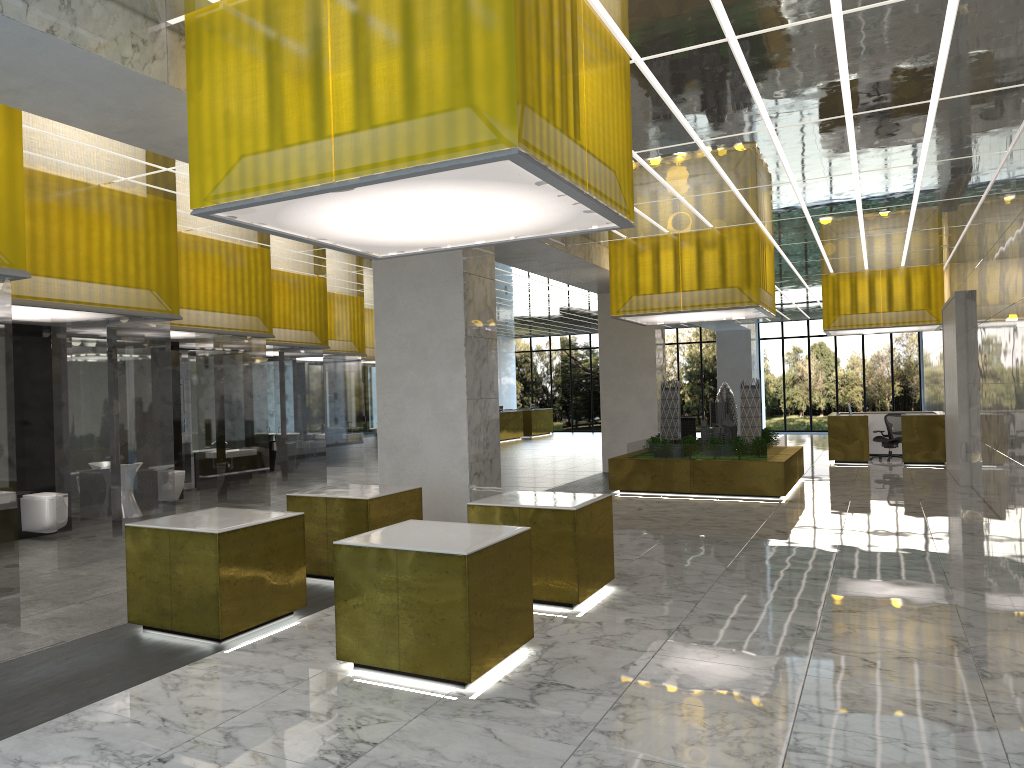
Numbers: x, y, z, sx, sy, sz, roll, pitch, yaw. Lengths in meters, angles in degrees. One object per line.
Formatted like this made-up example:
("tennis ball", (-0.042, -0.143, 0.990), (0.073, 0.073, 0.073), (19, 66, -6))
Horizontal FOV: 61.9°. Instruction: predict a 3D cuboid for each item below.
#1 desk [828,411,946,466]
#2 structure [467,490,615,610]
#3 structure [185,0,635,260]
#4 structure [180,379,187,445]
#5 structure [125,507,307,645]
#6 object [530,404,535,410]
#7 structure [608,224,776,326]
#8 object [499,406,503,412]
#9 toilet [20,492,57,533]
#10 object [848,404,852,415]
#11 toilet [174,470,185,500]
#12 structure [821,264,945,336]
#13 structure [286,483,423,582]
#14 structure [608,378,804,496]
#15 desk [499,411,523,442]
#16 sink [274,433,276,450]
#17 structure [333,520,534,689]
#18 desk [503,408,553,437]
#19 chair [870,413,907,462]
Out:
("desk", (11.938, 1.686, 27.181), (3.372, 1.508, 3.324), (-2, -1, 27))
("structure", (0.376, 1.976, 10.375), (1.431, 1.173, 1.378), (-2, 0, 27))
("structure", (-0.851, -2.710, 8.288), (3.411, 2.269, 3.095), (-2, -1, 27))
("structure", (-9.047, 0.748, 23.023), (0.391, 1.790, 0.379), (-2, 0, 27))
("structure", (-3.218, 2.057, 9.364), (1.431, 1.173, 1.378), (-2, 0, 27))
("object", (1.082, 1.484, 48.907), (0.577, 0.667, 0.716), (-2, 0, 26))
("structure", (4.345, -2.710, 20.343), (3.412, 2.269, 3.096), (-2, -1, 27))
("object", (-0.740, 1.484, 44.679), (0.577, 0.667, 0.716), (-2, 0, 26))
("toilet", (-8.491, 2.352, 15.552), (0.876, 0.687, 0.482), (-2, 0, 28))
("object", (11.111, 0.994, 27.672), (0.577, 0.667, 0.716), (-2, 0, 26))
("toilet", (-8.238, 2.429, 20.379), (0.881, 0.694, 0.486), (-2, 0, 28))
("structure", (11.771, -2.824, 27.226), (3.412, 2.269, 2.975), (-2, -1, 27))
("structure", (-2.151, 2.057, 11.839), (1.431, 1.173, 1.378), (-2, 0, 27))
("structure", (4.989, 1.171, 21.425), (4.056, 2.571, 4.915), (-2, -1, 26))
("desk", (-1.524, 2.228, 45.168), (3.372, 1.508, 3.324), (-2, -1, 27))
("sink", (-7.512, 2.180, 28.502), (0.809, 1.514, 0.985), (-1, 0, -23))
("structure", (-0.693, 1.976, 7.894), (1.431, 1.173, 1.378), (-2, 0, 27))
("desk", (0.282, 2.229, 49.358), (3.372, 1.508, 3.324), (-2, -1, 27))
("chair", (12.001, 1.677, 26.986), (0.972, 1.493, 1.190), (-1, 0, -39))
